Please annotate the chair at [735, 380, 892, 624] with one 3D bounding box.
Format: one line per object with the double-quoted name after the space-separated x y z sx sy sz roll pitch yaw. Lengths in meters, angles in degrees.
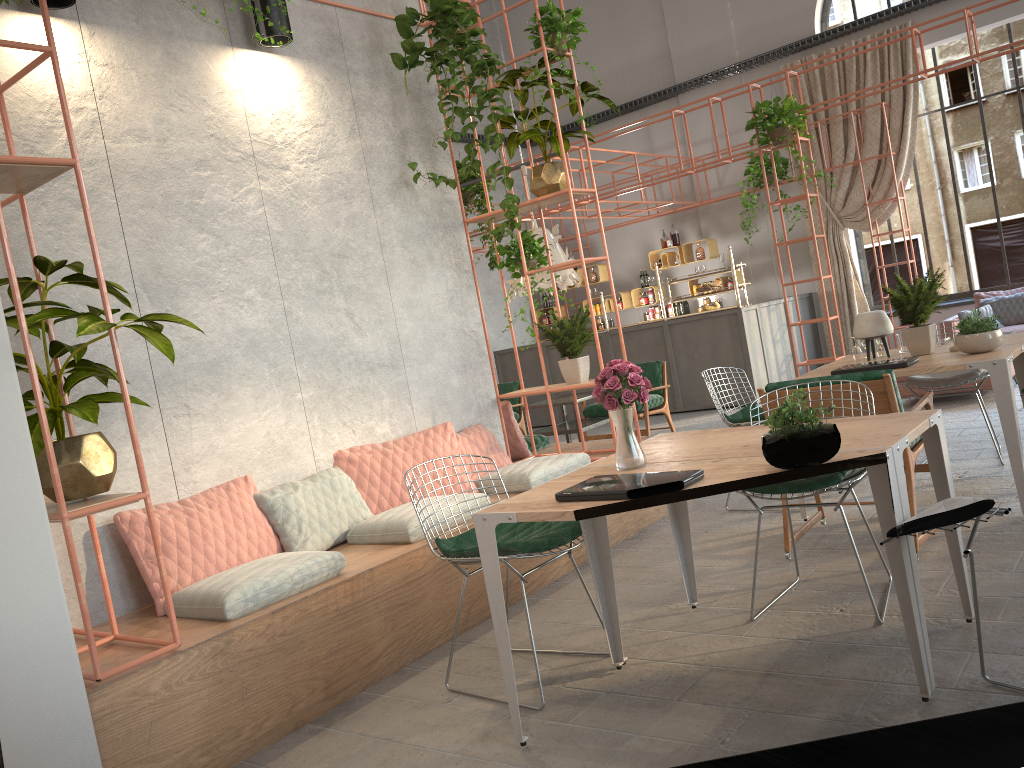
1.310 0.502 3.894 0.565 0.941 0.717 -9 4 35 "chair"

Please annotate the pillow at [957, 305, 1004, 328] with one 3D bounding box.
5.663 -0.768 10.663 0.500 0.324 0.307 -11 3 -16 "pillow"

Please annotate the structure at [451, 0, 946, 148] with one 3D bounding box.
1.510 -3.893 5.138 15.203 0.110 15.603 -8 4 39 "structure"

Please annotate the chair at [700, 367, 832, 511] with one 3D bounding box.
1.696 0.323 5.890 0.717 0.941 0.565 -8 4 40 "chair"

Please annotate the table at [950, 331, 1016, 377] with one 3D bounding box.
5.125 -0.278 9.868 0.916 0.455 0.520 -8 4 39 "table"

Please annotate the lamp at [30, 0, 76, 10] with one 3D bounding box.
-2.151 -2.388 3.874 0.185 1.425 0.179 -8 4 38 "lamp"

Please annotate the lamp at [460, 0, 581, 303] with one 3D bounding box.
-1.452 -2.559 8.789 4.456 4.052 0.704 -8 4 38 "lamp"

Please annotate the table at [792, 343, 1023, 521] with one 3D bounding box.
2.319 0.292 5.150 1.205 0.830 0.694 -8 4 39 "table"

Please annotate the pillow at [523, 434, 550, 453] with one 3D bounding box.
-0.084 0.519 7.078 0.637 0.149 0.491 -8 4 40 "pillow"

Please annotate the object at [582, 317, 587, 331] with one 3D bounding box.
1.195 -1.002 14.825 0.074 0.287 0.072 -12 3 -20 "object"

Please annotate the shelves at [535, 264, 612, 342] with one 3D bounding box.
1.224 -0.984 14.718 1.750 1.838 0.328 -8 4 39 "shelves"

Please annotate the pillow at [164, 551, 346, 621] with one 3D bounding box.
-1.124 0.882 3.920 0.491 0.149 0.637 -8 4 40 "pillow"

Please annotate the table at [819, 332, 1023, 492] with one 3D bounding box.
2.738 0.184 5.696 1.214 0.830 0.694 -8 4 39 "table"

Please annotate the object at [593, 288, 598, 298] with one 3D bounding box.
1.365 -1.479 14.398 0.083 0.159 0.083 -13 4 -42 "object"

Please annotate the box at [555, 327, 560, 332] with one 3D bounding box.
0.792 -0.930 14.965 0.058 0.093 0.122 -13 4 -40 "box"

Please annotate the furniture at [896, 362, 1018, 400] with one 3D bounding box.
4.440 -0.098 8.921 0.976 0.446 0.941 -8 4 38 "furniture"

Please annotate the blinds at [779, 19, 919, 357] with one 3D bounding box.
6.085 -2.668 11.204 4.957 4.389 0.414 -8 4 40 "blinds"

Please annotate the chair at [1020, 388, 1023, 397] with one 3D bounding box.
3.139 0.115 4.739 0.565 0.941 0.717 -13 4 -35 "chair"

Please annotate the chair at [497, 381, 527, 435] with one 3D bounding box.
-0.250 0.497 9.671 0.722 0.930 0.685 -8 4 39 "chair"

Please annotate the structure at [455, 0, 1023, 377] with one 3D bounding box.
5.001 -1.865 9.570 14.689 4.247 4.157 -8 4 39 "structure"

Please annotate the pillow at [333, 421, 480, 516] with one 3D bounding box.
-0.632 0.531 5.205 0.839 0.474 0.276 -12 4 -31 "pillow"

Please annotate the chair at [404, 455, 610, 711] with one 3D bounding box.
-0.013 0.761 3.686 0.717 0.941 0.565 -8 4 40 "chair"

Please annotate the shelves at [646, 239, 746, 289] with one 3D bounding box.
2.711 -1.198 13.522 1.750 1.838 0.328 -8 4 39 "shelves"

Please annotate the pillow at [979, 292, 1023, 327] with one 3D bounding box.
6.019 -0.890 10.747 0.666 0.385 0.289 -8 4 39 "pillow"

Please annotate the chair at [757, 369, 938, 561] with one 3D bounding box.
1.794 0.376 4.644 0.722 0.917 0.685 -8 4 39 "chair"

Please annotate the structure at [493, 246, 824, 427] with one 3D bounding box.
2.102 -0.701 13.310 4.057 2.022 2.579 -8 4 39 "structure"

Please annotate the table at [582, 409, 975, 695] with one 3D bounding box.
1.029 0.622 3.492 1.214 0.830 0.694 -8 4 39 "table"

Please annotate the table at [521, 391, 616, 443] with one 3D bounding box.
0.563 0.511 7.850 0.602 0.798 0.635 -8 4 39 "table"

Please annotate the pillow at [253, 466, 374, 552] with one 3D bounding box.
-1.027 0.680 4.723 0.289 0.385 0.666 -9 4 34 "pillow"

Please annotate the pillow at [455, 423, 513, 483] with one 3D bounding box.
-0.251 0.481 5.723 0.289 0.385 0.666 -9 4 34 "pillow"

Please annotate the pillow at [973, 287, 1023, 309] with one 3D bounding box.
6.114 -0.946 10.855 0.839 0.474 0.276 -8 4 39 "pillow"

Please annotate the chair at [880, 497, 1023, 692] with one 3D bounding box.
1.430 0.552 2.536 0.565 0.941 0.717 -13 4 -35 "chair"

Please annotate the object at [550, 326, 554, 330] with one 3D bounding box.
0.683 -0.875 15.006 0.070 0.209 0.070 -9 3 29 "object"

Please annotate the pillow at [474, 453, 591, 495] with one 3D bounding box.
0.126 0.562 5.533 0.491 0.149 0.637 -8 4 40 "pillow"

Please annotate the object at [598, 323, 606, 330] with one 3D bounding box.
1.463 -0.938 14.411 0.115 0.107 0.115 -10 3 5 "object"

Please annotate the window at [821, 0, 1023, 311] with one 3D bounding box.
6.266 -3.977 11.478 4.127 5.538 0.089 -8 4 39 "window"

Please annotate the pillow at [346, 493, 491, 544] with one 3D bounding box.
-0.490 0.719 4.739 0.491 0.149 0.637 -8 4 40 "pillow"

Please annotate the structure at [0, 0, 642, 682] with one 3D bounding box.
-0.905 -1.065 4.639 14.096 4.345 4.501 -8 4 37 "structure"

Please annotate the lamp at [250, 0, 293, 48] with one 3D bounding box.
-1.420 -2.575 4.817 0.185 1.425 0.179 -8 4 38 "lamp"

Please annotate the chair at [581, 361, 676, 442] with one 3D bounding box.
1.121 0.299 8.568 0.722 0.929 0.685 -8 4 39 "chair"

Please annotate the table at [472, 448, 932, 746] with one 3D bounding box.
0.610 0.729 2.946 1.205 0.830 0.694 -8 4 39 "table"

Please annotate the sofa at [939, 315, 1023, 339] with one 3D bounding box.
6.006 -0.554 9.904 2.219 0.672 1.960 -8 4 39 "sofa"

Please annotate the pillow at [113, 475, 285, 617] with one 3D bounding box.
-1.441 0.734 4.232 0.276 0.474 0.839 -9 3 29 "pillow"

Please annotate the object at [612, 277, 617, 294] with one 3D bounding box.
1.633 -1.583 14.328 0.075 0.273 0.075 -10 3 5 "object"

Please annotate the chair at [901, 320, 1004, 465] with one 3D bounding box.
3.019 0.065 6.098 0.565 0.941 0.717 -9 4 35 "chair"

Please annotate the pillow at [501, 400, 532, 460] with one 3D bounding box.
-0.291 0.391 6.671 0.839 0.474 0.276 -9 3 29 "pillow"

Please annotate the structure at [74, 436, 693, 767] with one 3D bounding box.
-2.318 1.269 6.526 5.831 0.500 4.386 -8 4 39 "structure"
